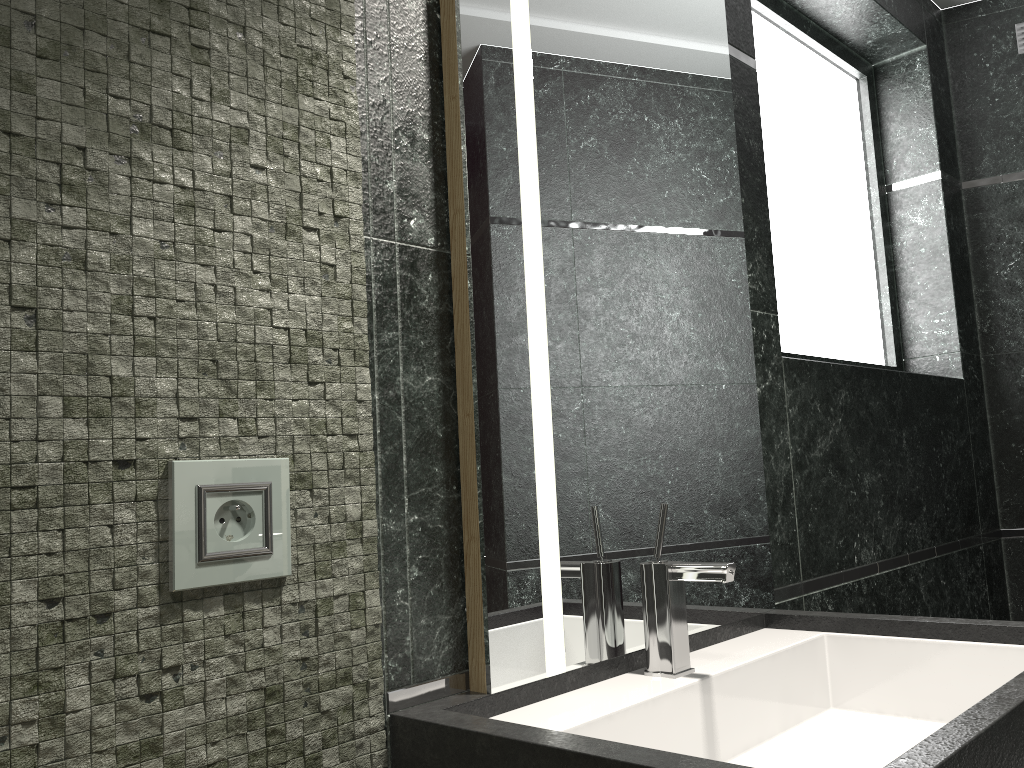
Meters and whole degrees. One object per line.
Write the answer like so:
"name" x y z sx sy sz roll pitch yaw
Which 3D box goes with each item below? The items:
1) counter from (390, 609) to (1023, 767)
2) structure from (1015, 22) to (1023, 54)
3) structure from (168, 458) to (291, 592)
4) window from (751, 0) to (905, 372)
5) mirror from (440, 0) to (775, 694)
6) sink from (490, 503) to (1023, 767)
"counter" 0.198 0.878 0.874 0.597 1.051 1.424 -10 -9 44
"structure" 1.743 -1.131 2.764 0.256 0.217 0.039 -6 -7 23
"structure" -0.290 0.143 0.912 0.015 0.128 0.132 -9 -9 44
"window" 0.807 -0.543 2.435 0.036 1.069 1.141 -9 -9 44
"mirror" 0.176 -0.377 1.458 0.039 1.576 0.730 -9 -9 44
"sink" 0.363 0.355 1.144 0.503 0.408 0.776 -10 -9 44
